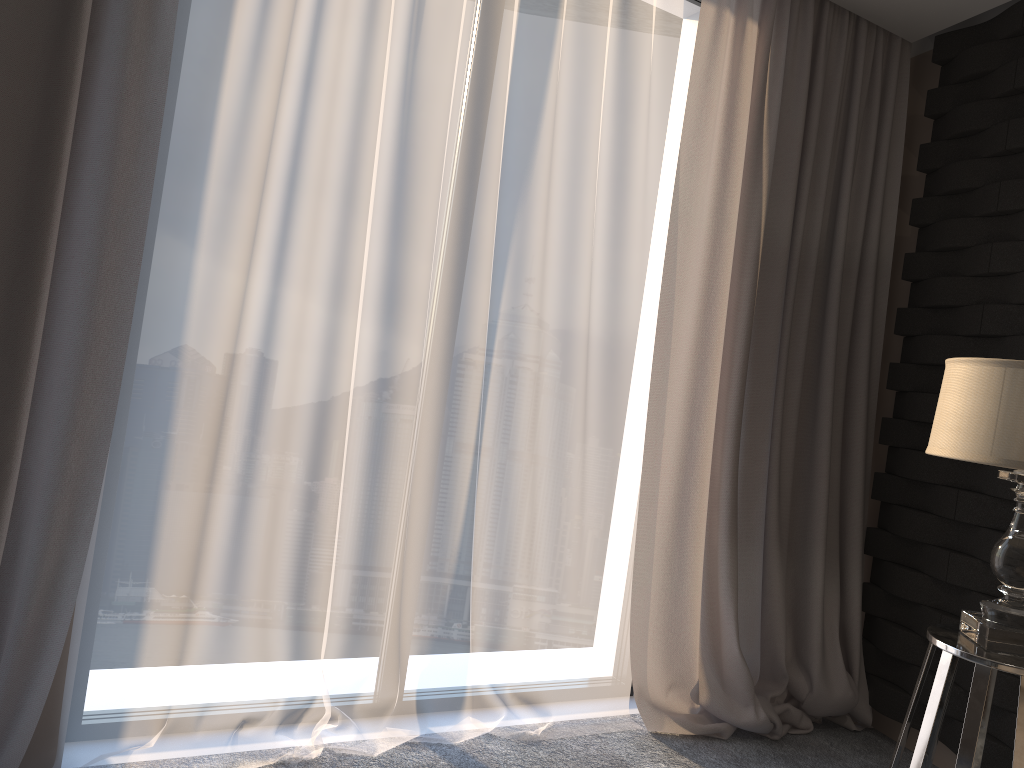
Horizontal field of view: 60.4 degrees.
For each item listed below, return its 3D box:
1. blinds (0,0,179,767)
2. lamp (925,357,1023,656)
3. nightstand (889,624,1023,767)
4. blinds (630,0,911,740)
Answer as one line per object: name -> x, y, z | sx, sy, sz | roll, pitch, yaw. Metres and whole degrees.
blinds -> -1.229, -0.458, 1.588 | 1.101, 2.642, 0.341 | 9, -1, -30
lamp -> 1.176, 0.283, 2.007 | 0.457, 0.631, 0.475 | 8, 0, 12
nightstand -> 1.088, 0.895, 1.984 | 0.560, 0.603, 0.541 | 8, 0, -8
blinds -> 0.953, -0.162, 2.938 | 1.050, 2.641, 0.324 | 9, -1, -31
